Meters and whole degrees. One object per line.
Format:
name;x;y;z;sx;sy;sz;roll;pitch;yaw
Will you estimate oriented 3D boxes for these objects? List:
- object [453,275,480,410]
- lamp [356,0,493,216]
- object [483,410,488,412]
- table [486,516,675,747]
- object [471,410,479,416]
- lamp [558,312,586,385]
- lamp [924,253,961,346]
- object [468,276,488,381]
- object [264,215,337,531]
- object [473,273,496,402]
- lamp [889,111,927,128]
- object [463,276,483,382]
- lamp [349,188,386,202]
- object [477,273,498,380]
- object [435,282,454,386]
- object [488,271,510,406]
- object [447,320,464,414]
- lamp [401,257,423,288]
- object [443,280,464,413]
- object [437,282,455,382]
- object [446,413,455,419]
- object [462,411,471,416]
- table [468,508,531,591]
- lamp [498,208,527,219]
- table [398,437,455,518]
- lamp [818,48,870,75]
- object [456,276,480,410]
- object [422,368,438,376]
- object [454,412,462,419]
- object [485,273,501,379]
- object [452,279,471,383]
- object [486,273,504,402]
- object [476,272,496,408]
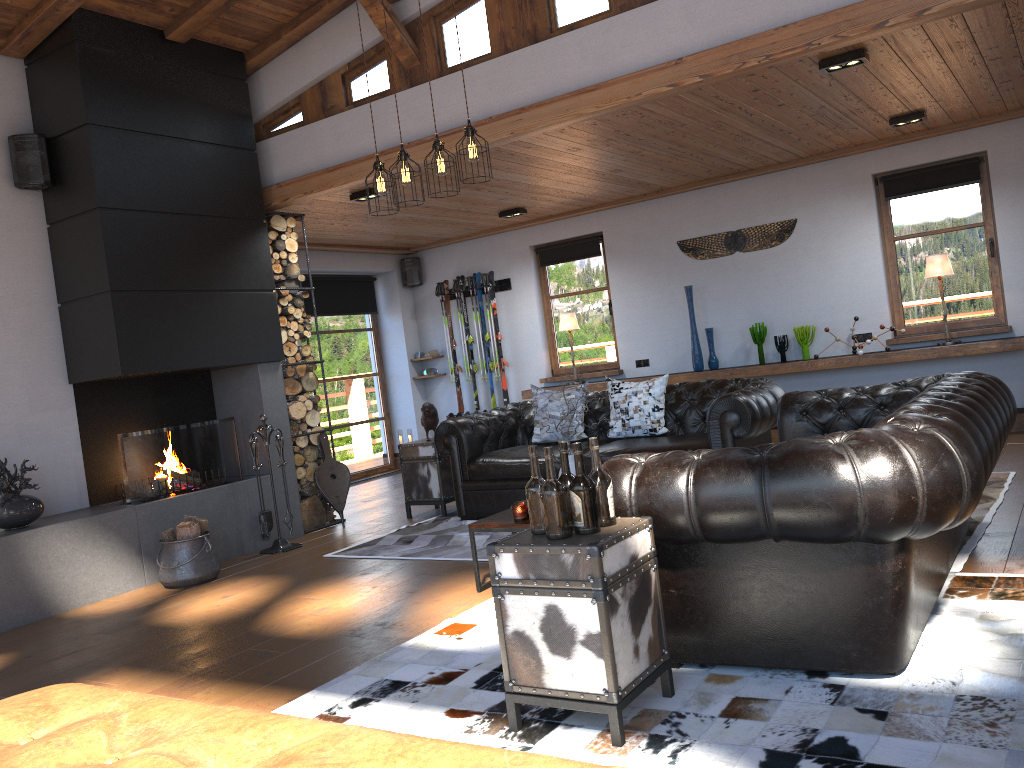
object;-0.531;-0.484;10.491;0.103;1.621;0.257;-7;1;30
lamp;-0.625;-2.122;5.022;0.795;2.201;0.264;-7;1;24
object;-0.336;0.439;10.369;0.255;0.270;0.115;-8;1;-37
table;0.228;0.771;2.867;0.412;0.609;0.410;-7;1;33
object;-0.432;0.450;10.454;0.115;0.270;0.255;-7;2;38
lamp;0.819;-0.067;9.933;0.243;1.481;0.640;-7;1;37
lamp;3.879;-0.408;7.915;0.243;1.481;0.638;-7;1;25
object;-0.404;-0.637;10.371;0.120;1.249;0.059;-7;1;15
object;-1.928;-0.080;7.405;0.461;2.611;0.499;-7;1;33
object;-0.339;-0.509;10.501;0.072;1.621;0.113;-7;1;33
lamp;3.144;-2.105;7.037;0.258;0.068;0.157;-6;2;33
object;-0.451;-0.630;10.324;0.121;1.249;0.059;-8;1;-10
lamp;-1.183;-1.550;7.244;0.258;0.068;0.157;-6;2;33
object;-0.284;-0.648;10.198;0.121;1.249;0.059;-7;1;0
object;-0.801;-0.591;10.541;0.058;1.249;0.122;-7;1;16
object;-0.121;-0.515;10.281;0.094;1.606;0.116;-7;1;33
object;-0.745;-0.431;10.702;0.094;1.606;0.116;-7;1;33
lamp;-1.240;-1.377;10.944;0.211;0.349;0.216;-7;1;33
object;-0.673;-0.453;10.640;0.094;1.606;0.116;-7;1;33
object;-0.790;-0.594;10.622;0.120;1.249;0.059;-7;1;15
object;-0.738;0.484;10.637;0.115;0.270;0.254;-7;1;24
object;-0.540;0.462;10.506;0.115;0.270;0.255;-7;2;38
table;0.172;0.853;4.589;0.642;0.350;0.405;-6;2;33
lamp;0.008;-1.755;9.076;0.258;0.068;0.157;-6;2;33
table;-0.624;0.758;7.294;0.412;0.609;0.410;-7;1;33
lamp;1.948;-1.899;5.205;0.258;0.068;0.157;-6;2;33
object;-0.539;-0.486;10.595;0.072;1.621;0.113;-7;1;33
object;-1.030;-0.150;10.935;0.189;0.084;0.349;-8;2;-21
object;-0.642;0.473;10.572;0.115;0.270;0.255;-7;2;38
object;-0.188;-0.662;10.245;0.121;1.249;0.059;-8;1;-5
object;-0.597;-0.616;10.497;0.120;1.249;0.059;-7;1;15
object;-0.193;-0.493;10.343;0.094;1.606;0.116;-7;1;33
object;-0.283;-0.515;10.452;0.072;1.621;0.113;-7;1;33
